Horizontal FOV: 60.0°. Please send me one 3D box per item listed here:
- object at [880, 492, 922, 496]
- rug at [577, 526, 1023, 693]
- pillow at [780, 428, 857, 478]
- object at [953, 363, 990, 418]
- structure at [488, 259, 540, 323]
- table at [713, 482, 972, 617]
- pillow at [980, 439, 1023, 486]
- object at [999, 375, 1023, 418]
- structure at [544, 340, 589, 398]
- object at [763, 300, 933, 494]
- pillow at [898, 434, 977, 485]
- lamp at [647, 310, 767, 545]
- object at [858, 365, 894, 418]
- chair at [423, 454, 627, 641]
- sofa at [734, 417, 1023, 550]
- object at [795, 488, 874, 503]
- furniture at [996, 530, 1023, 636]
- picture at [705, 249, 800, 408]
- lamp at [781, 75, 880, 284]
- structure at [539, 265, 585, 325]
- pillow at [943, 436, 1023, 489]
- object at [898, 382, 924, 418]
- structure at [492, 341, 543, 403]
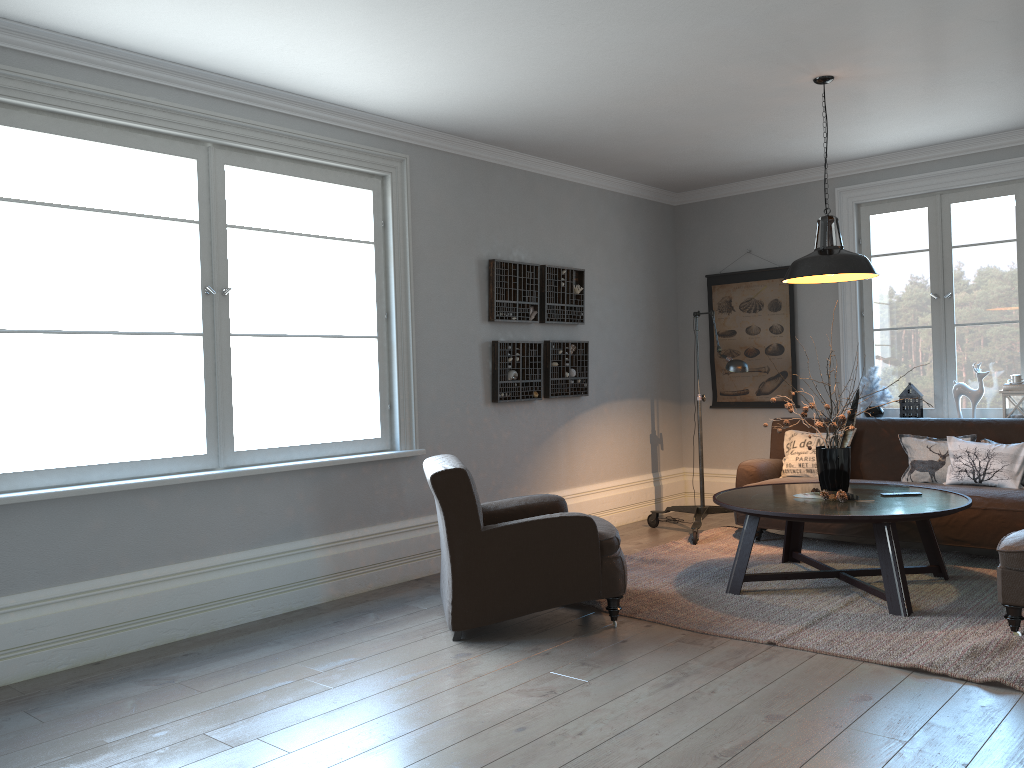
[{"bbox_3d":[2.093,0.592,4.768,0.207,0.011,0.051,-2,0,1],"label":"object"},{"bbox_3d":[1.807,1.051,4.783,2.818,0.090,2.400,-2,1,42],"label":"rug"},{"bbox_3d":[2.129,0.495,6.216,0.519,0.368,0.240,-2,0,41],"label":"pillow"},{"bbox_3d":[3.161,0.060,6.101,0.239,0.410,0.128,-2,0,38],"label":"object"},{"bbox_3d":[0.009,-0.630,6.091,0.099,0.416,0.468,-2,0,41],"label":"structure"},{"bbox_3d":[1.755,0.857,4.775,1.299,0.503,1.300,-2,0,34],"label":"table"},{"bbox_3d":[3.104,0.484,5.356,0.542,0.288,0.183,-2,0,43],"label":"pillow"},{"bbox_3d":[3.401,0.097,5.969,0.193,0.322,0.193,-2,0,35],"label":"object"},{"bbox_3d":[0.405,-0.111,6.500,0.086,0.416,0.468,-2,0,41],"label":"structure"},{"bbox_3d":[1.765,0.077,4.657,0.853,1.066,0.525,-2,0,12],"label":"object"},{"bbox_3d":[2.710,0.491,5.654,0.472,0.347,0.159,-2,0,39],"label":"pillow"},{"bbox_3d":[1.455,0.281,6.704,0.797,1.644,1.864,-2,0,-11],"label":"lamp"},{"bbox_3d":[2.687,0.065,6.613,0.247,0.424,0.262,-2,0,-13],"label":"object"},{"bbox_3d":[0.063,0.759,4.441,0.970,0.795,0.807,-2,0,-8],"label":"chair"},{"bbox_3d":[2.565,0.651,5.695,2.165,0.824,0.969,-2,0,41],"label":"sofa"},{"bbox_3d":[1.697,0.584,4.696,0.153,0.067,0.404,-2,0,-31],"label":"object"},{"bbox_3d":[2.459,0.855,3.820,0.583,0.440,0.574,-2,0,41],"label":"furniture"},{"bbox_3d":[1.969,-0.456,7.301,0.793,1.313,0.057,-2,0,41],"label":"picture"},{"bbox_3d":[1.691,-1.103,4.772,0.504,1.076,0.504,-2,0,-1],"label":"lamp"},{"bbox_3d":[0.381,-0.647,6.479,0.105,0.416,0.468,-2,0,41],"label":"structure"},{"bbox_3d":[2.879,0.478,5.404,0.471,0.309,0.188,-2,0,42],"label":"pillow"},{"bbox_3d":[2.899,0.130,6.439,0.155,0.284,0.155,-2,0,31],"label":"object"},{"bbox_3d":[0.043,-0.089,6.087,0.086,0.416,0.468,-2,0,41],"label":"structure"}]
